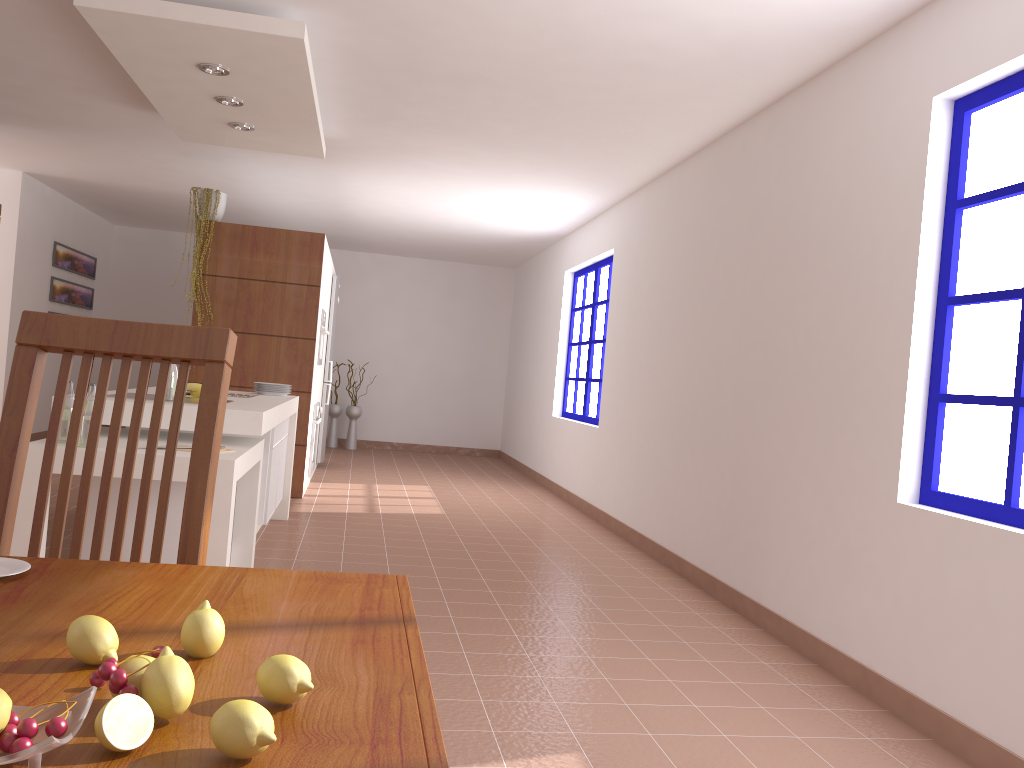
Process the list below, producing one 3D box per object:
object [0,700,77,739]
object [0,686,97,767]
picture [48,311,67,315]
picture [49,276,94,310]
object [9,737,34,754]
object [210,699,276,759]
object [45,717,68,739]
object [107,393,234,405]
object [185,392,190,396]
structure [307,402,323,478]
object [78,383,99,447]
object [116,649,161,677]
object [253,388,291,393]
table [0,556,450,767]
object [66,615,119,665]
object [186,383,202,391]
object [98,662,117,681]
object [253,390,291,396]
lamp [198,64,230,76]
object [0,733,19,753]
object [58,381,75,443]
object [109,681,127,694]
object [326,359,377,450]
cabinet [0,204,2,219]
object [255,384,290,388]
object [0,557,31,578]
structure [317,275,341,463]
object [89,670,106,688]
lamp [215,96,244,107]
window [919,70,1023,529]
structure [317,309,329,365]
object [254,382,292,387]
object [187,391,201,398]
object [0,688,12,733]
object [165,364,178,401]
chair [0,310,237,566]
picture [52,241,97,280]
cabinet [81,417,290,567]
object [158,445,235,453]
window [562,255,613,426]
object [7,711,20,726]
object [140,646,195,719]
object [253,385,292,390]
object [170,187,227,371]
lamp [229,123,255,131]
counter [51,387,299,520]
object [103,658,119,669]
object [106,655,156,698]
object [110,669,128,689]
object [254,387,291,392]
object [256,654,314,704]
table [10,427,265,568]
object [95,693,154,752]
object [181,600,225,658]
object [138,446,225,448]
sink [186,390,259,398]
[{"bbox_3d":[-0.323,0.233,0.607,0.040,0.023,0.049,5,0,36],"label":"object"},{"bbox_3d":[-0.338,0.230,0.588,0.092,0.032,0.091,5,0,-10],"label":"object"},{"bbox_3d":[-4.739,-0.612,9.518,0.015,0.248,1.408,5,0,-10],"label":"picture"},{"bbox_3d":[-4.708,-0.961,9.517,0.015,0.248,1.408,5,0,-10],"label":"picture"},{"bbox_3d":[-0.320,0.237,0.578,0.013,0.014,0.014,5,0,19],"label":"object"},{"bbox_3d":[-0.188,0.240,0.618,0.043,0.038,0.043,5,0,-20],"label":"object"},{"bbox_3d":[-0.305,0.231,0.594,0.014,0.014,0.012,5,0,3],"label":"object"},{"bbox_3d":[-1.559,0.068,4.042,0.493,0.006,0.551,5,0,-10],"label":"object"},{"bbox_3d":[-1.655,0.044,4.430,0.060,0.033,0.207,5,0,-30],"label":"object"},{"bbox_3d":[-1.659,0.460,7.478,0.058,0.592,0.596,5,0,-9],"label":"structure"},{"bbox_3d":[-1.530,0.113,3.220,0.071,0.230,0.071,5,0,-28],"label":"object"},{"bbox_3d":[-0.287,0.213,0.683,0.034,0.011,0.037,5,0,41],"label":"object"},{"bbox_3d":[-1.516,0.049,5.602,0.228,0.020,0.228,5,0,-28],"label":"object"},{"bbox_3d":[-0.984,0.562,0.623,1.800,0.740,0.900,5,0,-10],"label":"table"},{"bbox_3d":[-0.366,0.224,0.775,0.041,0.041,0.042,5,0,-35],"label":"object"},{"bbox_3d":[-1.569,0.024,4.441,0.207,0.055,0.047,5,0,-33],"label":"object"},{"bbox_3d":[-0.305,0.217,0.669,0.014,0.014,0.012,5,0,11],"label":"object"},{"bbox_3d":[-1.517,0.059,5.602,0.228,0.020,0.228,5,0,-28],"label":"object"},{"bbox_3d":[-1.399,-1.498,4.172,0.143,0.059,0.143,5,0,-27],"label":"lamp"},{"bbox_3d":[-0.330,0.236,0.584,0.014,0.013,0.014,5,0,14],"label":"object"},{"bbox_3d":[-1.652,0.103,3.299,0.071,0.230,0.071,5,0,-28],"label":"object"},{"bbox_3d":[-0.295,0.225,0.663,0.012,0.014,0.014,5,0,-29],"label":"object"},{"bbox_3d":[-1.989,0.256,11.014,0.655,1.112,0.284,5,0,9],"label":"object"},{"bbox_3d":[-3.834,-0.732,4.233,0.754,1.200,4.718,5,0,-10],"label":"cabinet"},{"bbox_3d":[-1.514,0.018,5.602,0.228,0.020,0.228,5,0,-28],"label":"object"},{"bbox_3d":[-0.624,0.217,1.036,0.108,0.008,0.108,5,0,-45],"label":"object"},{"bbox_3d":[-1.840,-0.155,8.938,0.089,1.862,0.604,5,0,-10],"label":"structure"},{"bbox_3d":[-0.335,0.239,0.719,0.014,0.014,0.012,5,0,-21],"label":"object"},{"bbox_3d":[-1.485,-1.506,4.670,0.143,0.059,0.143,5,0,18],"label":"lamp"},{"bbox_3d":[1.661,-0.272,2.301,0.035,1.430,1.699,5,0,-10],"label":"window"},{"bbox_3d":[-1.579,-0.385,7.474,0.056,0.454,0.614,5,0,-10],"label":"structure"},{"bbox_3d":[-1.513,0.008,5.602,0.228,0.020,0.228,5,0,-28],"label":"object"},{"bbox_3d":[-1.548,0.053,4.422,0.207,0.033,0.060,5,0,35],"label":"object"},{"bbox_3d":[-0.352,0.217,0.582,0.043,0.038,0.042,5,0,-33],"label":"object"},{"bbox_3d":[-1.481,-0.043,3.844,0.071,0.230,0.071,5,0,-28],"label":"object"},{"bbox_3d":[-0.653,0.428,1.160,0.444,1.063,0.574,5,0,0],"label":"chair"},{"bbox_3d":[-4.678,-1.310,9.516,0.015,0.248,1.408,5,0,-10],"label":"picture"},{"bbox_3d":[-1.641,0.513,4.622,0.737,0.700,2.048,5,0,-10],"label":"cabinet"},{"bbox_3d":[-1.230,0.252,3.438,0.266,0.006,0.168,5,0,7],"label":"object"},{"bbox_3d":[0.712,-0.371,7.919,0.035,1.430,1.699,5,0,-10],"label":"window"},{"bbox_3d":[-0.345,0.232,0.609,0.014,0.014,0.013,5,0,44],"label":"object"},{"bbox_3d":[-0.260,0.226,0.669,0.039,0.049,0.039,5,0,-2],"label":"object"},{"bbox_3d":[-1.515,0.028,5.602,0.228,0.020,0.228,5,0,-28],"label":"object"},{"bbox_3d":[-2.309,-0.769,6.546,0.279,1.344,0.297,5,0,40],"label":"object"},{"bbox_3d":[-1.569,-1.515,5.162,0.143,0.059,0.143,5,0,18],"label":"lamp"},{"bbox_3d":[-1.650,0.462,4.677,0.821,0.800,2.156,5,0,-10],"label":"counter"},{"bbox_3d":[-0.309,0.218,0.684,0.013,0.014,0.014,5,0,-42],"label":"object"},{"bbox_3d":[-0.291,0.232,0.693,0.041,0.039,0.044,5,0,44],"label":"object"},{"bbox_3d":[-0.291,0.218,0.657,0.012,0.014,0.014,5,0,-29],"label":"object"},{"bbox_3d":[-1.515,0.038,5.602,0.228,0.020,0.228,5,0,-28],"label":"object"},{"bbox_3d":[-0.186,0.240,0.722,0.043,0.038,0.043,5,0,-20],"label":"object"},{"bbox_3d":[-1.476,0.557,3.639,0.737,0.647,1.003,5,0,-10],"label":"table"},{"bbox_3d":[-0.271,0.234,0.615,0.033,0.036,0.039,5,0,28],"label":"object"},{"bbox_3d":[-0.287,0.228,0.822,0.038,0.053,0.039,5,0,25],"label":"object"},{"bbox_3d":[-1.274,0.242,3.404,0.375,0.008,0.041,5,0,-43],"label":"object"},{"bbox_3d":[-1.688,0.051,5.090,0.404,0.368,0.668,5,0,-10],"label":"sink"}]
